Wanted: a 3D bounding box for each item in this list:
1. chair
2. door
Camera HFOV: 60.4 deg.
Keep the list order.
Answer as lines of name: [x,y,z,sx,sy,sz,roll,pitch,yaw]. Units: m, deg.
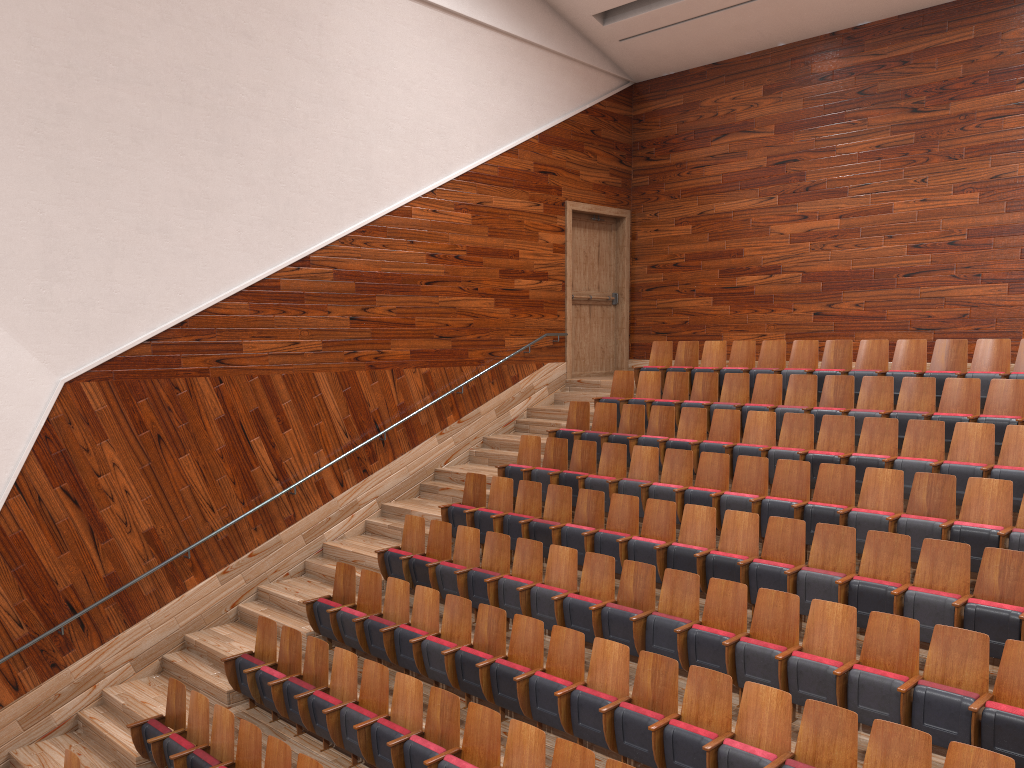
chair: [0.330,0.167,0.474,1.175,0.380,0.764,3,6,44]
door: [0.115,-0.128,1.255,0.138,0.244,0.024,-9,13,-44]
